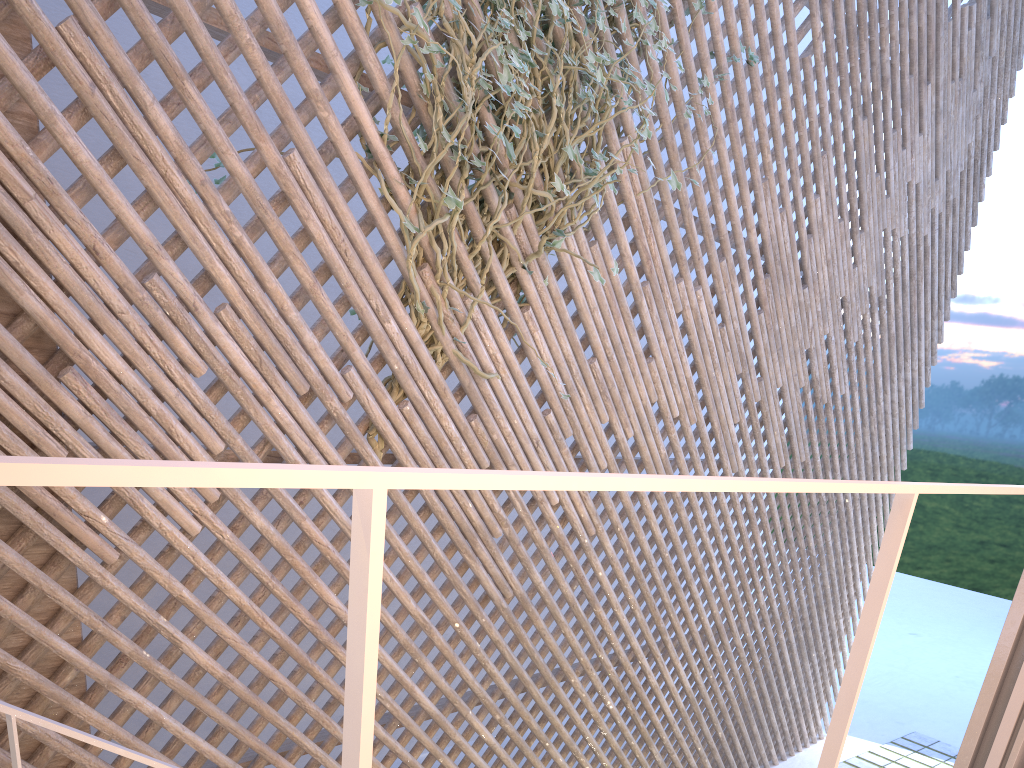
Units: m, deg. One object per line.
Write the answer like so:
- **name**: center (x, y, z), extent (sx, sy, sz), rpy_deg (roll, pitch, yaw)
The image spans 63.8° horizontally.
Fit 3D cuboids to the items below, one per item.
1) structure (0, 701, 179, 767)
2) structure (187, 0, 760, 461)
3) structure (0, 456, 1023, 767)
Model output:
- **structure**: center (-0.545, 0.999, 1.345), extent (1.105, 2.135, 1.916), rpy_deg (21, 17, 41)
- **structure**: center (0.234, -1.086, 2.115), extent (0.690, 2.962, 2.293), rpy_deg (23, 20, 40)
- **structure**: center (0.119, 0.356, 0.660), extent (1.689, 0.608, 0.025), rpy_deg (5, 16, -40)
